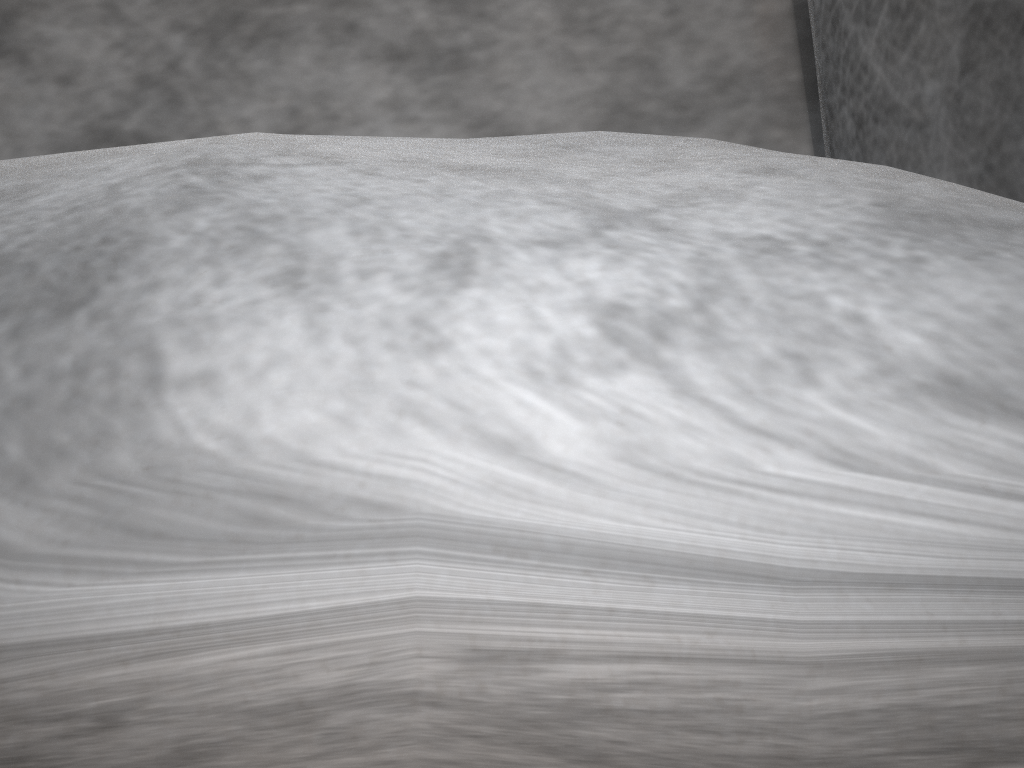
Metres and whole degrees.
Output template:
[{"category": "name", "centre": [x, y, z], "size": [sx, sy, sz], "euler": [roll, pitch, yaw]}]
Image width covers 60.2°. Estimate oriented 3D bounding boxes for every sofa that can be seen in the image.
[{"category": "sofa", "centre": [-1.378, -0.105, 0.531], "size": [3.796, 0.629, 0.836], "euler": [-4, 91, 2]}]

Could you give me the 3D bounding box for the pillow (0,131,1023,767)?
[{"category": "pillow", "centre": [-0.141, -0.002, 0.296], "size": [0.638, 0.321, 0.181], "euler": [-3, 93, 2]}]

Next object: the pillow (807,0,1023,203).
[{"category": "pillow", "centre": [0.216, -0.269, 0.291], "size": [0.188, 0.306, 0.560], "euler": [-3, 90, 3]}]
